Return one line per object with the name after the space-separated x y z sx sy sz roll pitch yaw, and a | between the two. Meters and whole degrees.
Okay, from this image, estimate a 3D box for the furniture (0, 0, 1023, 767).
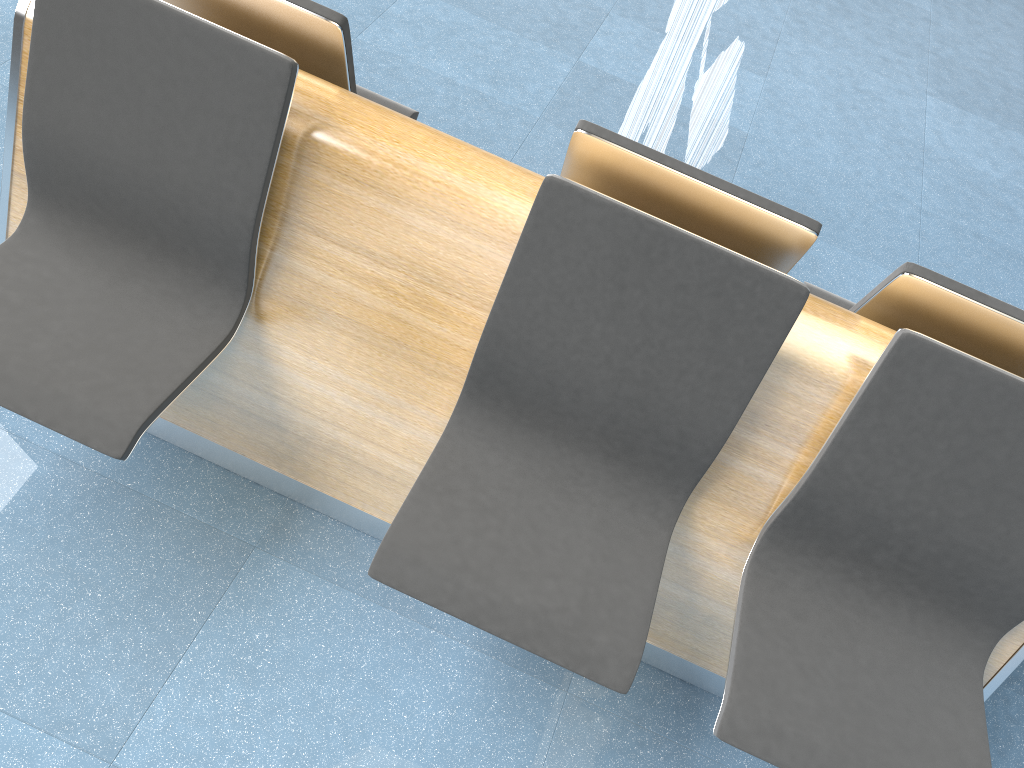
0.062 -0.113 1.903 2.281 0.896 1.301 24 48 2 | furniture
